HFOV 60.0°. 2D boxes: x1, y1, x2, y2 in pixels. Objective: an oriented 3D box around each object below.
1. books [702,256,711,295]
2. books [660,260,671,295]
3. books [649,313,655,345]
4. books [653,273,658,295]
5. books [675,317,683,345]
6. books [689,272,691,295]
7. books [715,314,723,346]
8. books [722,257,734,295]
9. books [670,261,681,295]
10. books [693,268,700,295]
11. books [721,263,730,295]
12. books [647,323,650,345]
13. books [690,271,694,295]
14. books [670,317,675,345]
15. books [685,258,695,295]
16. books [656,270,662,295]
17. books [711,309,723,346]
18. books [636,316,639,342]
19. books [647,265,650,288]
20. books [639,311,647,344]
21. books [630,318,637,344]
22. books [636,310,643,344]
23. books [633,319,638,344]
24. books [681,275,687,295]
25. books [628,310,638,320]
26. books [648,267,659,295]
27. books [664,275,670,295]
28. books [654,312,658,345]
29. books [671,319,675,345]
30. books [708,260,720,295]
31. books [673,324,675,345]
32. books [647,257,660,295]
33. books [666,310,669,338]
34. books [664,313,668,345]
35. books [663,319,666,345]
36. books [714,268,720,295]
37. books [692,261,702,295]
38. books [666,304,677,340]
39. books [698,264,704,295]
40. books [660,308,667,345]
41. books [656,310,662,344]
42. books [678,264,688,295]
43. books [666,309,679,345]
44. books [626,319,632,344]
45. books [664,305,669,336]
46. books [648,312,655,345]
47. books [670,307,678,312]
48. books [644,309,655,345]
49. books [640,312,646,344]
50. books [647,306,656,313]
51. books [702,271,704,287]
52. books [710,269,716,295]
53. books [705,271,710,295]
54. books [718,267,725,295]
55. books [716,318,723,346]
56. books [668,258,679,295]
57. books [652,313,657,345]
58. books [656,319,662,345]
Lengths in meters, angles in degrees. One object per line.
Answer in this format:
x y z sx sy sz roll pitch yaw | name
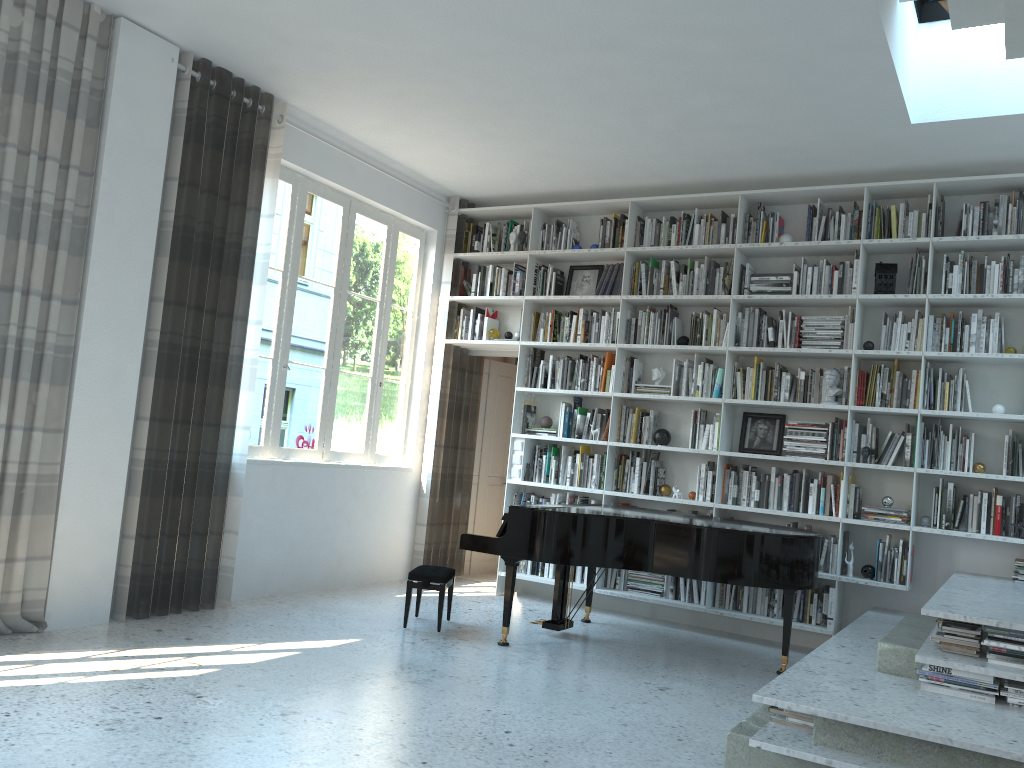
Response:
1.449 -0.771 6.559 0.011 0.313 0.183 3 -4 30 | books
1.168 -0.776 6.729 0.023 0.293 0.156 3 -4 30 | books
1.087 -0.395 6.710 0.012 0.251 0.184 3 -4 30 | books
1.122 -0.732 6.758 0.024 0.201 0.153 3 -4 30 | books
1.248 -0.374 6.642 0.031 0.232 0.148 3 -4 30 | books
1.361 -0.723 6.643 0.024 0.212 0.128 3 -4 30 | books
1.520 -0.373 6.484 0.010 0.257 0.140 3 -4 30 | books
1.597 -0.758 6.476 0.058 0.302 0.175 3 -4 30 | books
1.247 -0.768 6.674 0.075 0.285 0.178 3 -4 30 | books
1.393 -0.731 6.581 0.021 0.226 0.191 3 -4 30 | books
1.582 -0.739 6.483 0.055 0.263 0.167 3 -4 30 | books
1.071 -0.361 6.742 0.029 0.186 0.149 3 -4 30 | books
1.362 -0.723 6.611 0.010 0.208 0.173 3 -4 30 | books
1.227 -0.377 6.674 0.009 0.236 0.135 3 -4 30 | books
1.337 -0.774 6.633 0.012 0.307 0.145 3 -4 30 | books
1.142 -0.740 6.740 0.029 0.218 0.158 3 -4 30 | books
1.504 -0.388 6.487 0.022 0.284 0.190 3 -4 30 | books
0.986 -0.392 6.796 0.012 0.240 0.134 3 -4 30 | books
1.070 -0.764 6.785 0.011 0.259 0.157 3 -4 30 | books
1.015 -0.410 6.769 0.012 0.276 0.157 3 -4 30 | books
0.954 -0.385 6.830 0.029 0.224 0.136 3 -4 30 | books
1.001 -0.412 6.782 0.026 0.279 0.151 3 -4 30 | books
0.977 -0.381 6.816 0.024 0.219 0.140 3 -4 30 | books
1.314 -0.711 6.639 0.028 0.180 0.168 3 -4 30 | books
0.923 -0.418 6.843 0.012 0.285 0.159 3 -4 30 | books
1.094 -0.755 6.761 0.031 0.241 0.181 3 -4 30 | books
1.192 -0.717 6.720 0.034 0.180 0.160 3 -4 30 | books
1.119 -0.397 6.701 0.009 0.261 0.180 3 -4 30 | books
1.231 -0.368 6.662 0.012 0.218 0.151 3 -4 30 | books
1.495 -0.756 6.558 0.022 0.290 0.146 3 -4 30 | books
1.237 -0.363 6.656 0.004 0.209 0.132 3 -4 30 | books
1.078 -0.792 6.773 0.012 0.314 0.171 3 -4 30 | books
1.198 -0.419 6.685 0.005 0.316 0.157 3 -4 30 | books
1.183 -0.393 6.676 0.010 0.261 0.158 3 -4 30 | books
1.178 -0.370 6.698 0.012 0.217 0.133 3 -4 30 | books
1.528 -0.721 6.516 0.022 0.222 0.161 3 -4 30 | books
1.388 -0.760 6.616 0.026 0.286 0.138 3 -4 30 | books
1.202 -0.426 6.680 0.005 0.331 0.161 3 -4 30 | books
1.425 -0.745 6.586 0.028 0.260 0.135 3 -4 30 | books
1.159 -0.410 6.684 0.011 0.291 0.177 3 -4 30 | books
1.131 -0.405 6.702 0.011 0.279 0.169 3 -4 30 | books
1.298 -0.754 6.661 0.027 0.265 0.168 3 -4 30 | books
1.204 -0.406 6.651 0.011 0.287 0.189 3 -4 30 | books
0.922 -0.381 6.819 0.015 0.207 0.186 3 -4 30 | books
1.183 -0.422 6.687 0.004 0.320 0.153 3 -4 30 | books
1.078 -0.401 6.715 0.009 0.263 0.189 3 -4 30 | books
1.205 -0.413 6.676 0.005 0.305 0.162 3 -4 30 | books
1.050 -0.412 6.740 0.010 0.283 0.184 3 -4 30 | books
1.030 -0.402 6.761 0.024 0.262 0.178 3 -4 30 | books
1.054 -0.427 6.765 0.011 0.317 0.155 3 -4 30 | books
1.440 -0.730 6.572 0.013 0.230 0.142 3 -4 30 | books
1.503 -0.721 6.526 0.030 0.217 0.182 3 -4 30 | books
1.470 -0.719 6.565 0.024 0.213 0.150 3 -4 30 | books
1.556 -0.726 6.518 0.024 0.237 0.153 3 -4 30 | books
1.529 -0.358 6.481 0.011 0.229 0.166 3 -4 30 | books
1.223 -0.782 6.719 0.013 0.315 0.135 3 -4 30 | books
1.109 -0.397 6.726 0.010 0.261 0.169 3 -4 30 | books
1.133 -0.371 6.689 0.011 0.209 0.181 3 -4 30 | books
